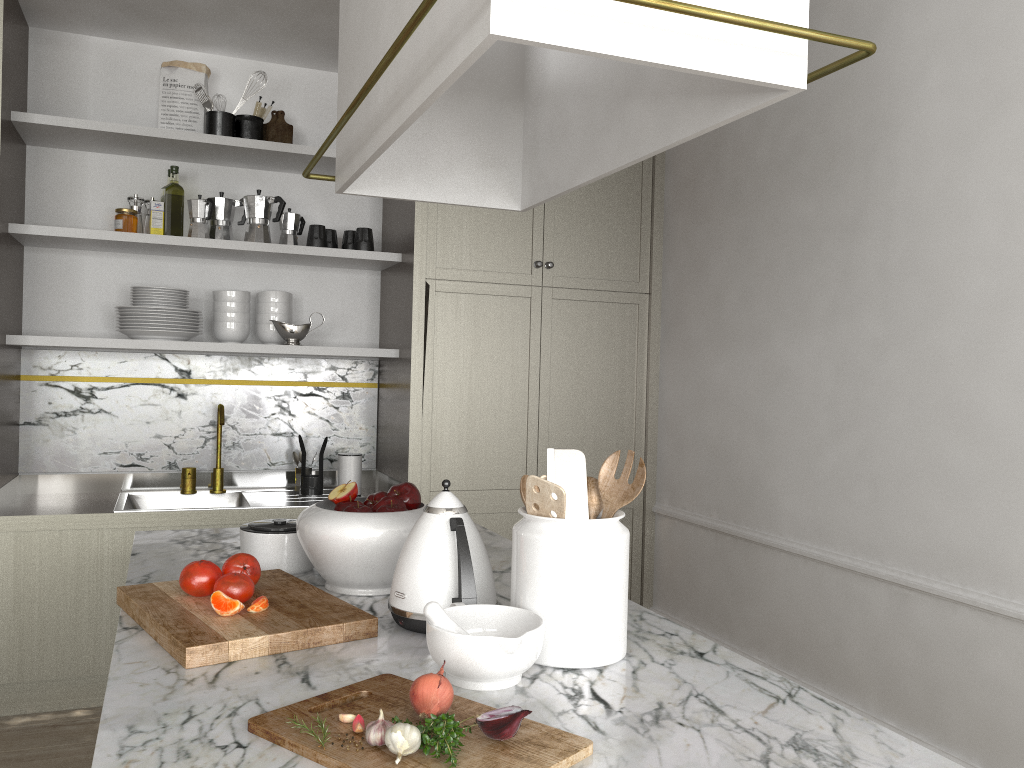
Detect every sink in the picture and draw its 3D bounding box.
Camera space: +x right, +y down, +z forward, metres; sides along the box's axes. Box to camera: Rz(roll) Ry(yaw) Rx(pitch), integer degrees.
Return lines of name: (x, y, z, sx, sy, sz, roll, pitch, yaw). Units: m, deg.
sink: (-0.992, 0.511, 3.299, 0.877, 0.174, 0.475, 1, 0, -21)

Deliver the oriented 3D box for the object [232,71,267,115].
object: (-0.989, -1.087, 3.326, 0.135, 0.187, 0.070, 1, 0, -18)

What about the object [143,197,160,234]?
object: (-1.359, -0.618, 3.346, 0.059, 0.172, 0.059, 2, 0, 5)

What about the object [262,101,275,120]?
object: (-0.972, -1.003, 3.426, 0.106, 0.191, 0.016, 1, 0, -11)

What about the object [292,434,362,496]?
object: (-0.738, 0.315, 3.463, 0.307, 0.229, 0.144, 2, 0, 22)

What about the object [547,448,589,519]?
object: (0.089, 0.247, 1.332, 0.064, 0.290, 0.141, 1, 0, -8)

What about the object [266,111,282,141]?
object: (-0.914, -0.983, 3.473, 0.092, 0.183, 0.038, 1, 0, -11)

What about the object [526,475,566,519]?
object: (0.041, 0.261, 1.307, 0.054, 0.262, 0.149, 1, 0, -6)

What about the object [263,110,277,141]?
object: (-0.935, -0.984, 3.484, 0.092, 0.185, 0.023, 1, 0, -11)

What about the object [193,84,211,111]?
object: (-1.143, -1.042, 3.302, 0.085, 0.148, 0.050, 1, 0, -19)

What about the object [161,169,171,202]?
object: (-1.293, -0.671, 3.363, 0.066, 0.282, 0.066, 1, 1, -31)

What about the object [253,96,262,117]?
object: (-0.988, -0.996, 3.393, 0.083, 0.201, 0.023, 2, 1, 34)

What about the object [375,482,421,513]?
object: (-0.216, 0.237, 1.685, 0.071, 0.091, 0.167, 2, 0, 4)

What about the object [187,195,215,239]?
object: (-1.135, -0.607, 3.223, 0.087, 0.167, 0.138, 1, 0, -25)

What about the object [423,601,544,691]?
object: (-0.042, 0.341, 1.197, 0.172, 0.110, 0.159, 2, 0, 24)

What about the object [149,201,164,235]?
object: (-1.320, -0.600, 3.290, 0.044, 0.141, 0.077, 1, 0, -26)

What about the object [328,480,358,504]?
object: (-0.330, 0.214, 1.734, 0.061, 0.048, 0.054, 2, 1, 32)

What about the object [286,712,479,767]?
object: (-0.137, 0.368, 0.966, 0.224, 0.058, 0.116, 2, 0, 14)

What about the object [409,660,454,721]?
object: (-0.086, 0.358, 1.030, 0.050, 0.051, 0.090, 2, 1, 32)

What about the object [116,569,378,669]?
object: (-0.441, 0.368, 1.441, 0.290, 0.030, 0.400, 1, 1, -36)

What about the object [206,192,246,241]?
object: (-1.101, -0.630, 3.393, 0.175, 0.212, 0.111, 2, 0, 15)

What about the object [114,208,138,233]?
object: (-1.403, -0.582, 3.225, 0.078, 0.101, 0.078, 2, 0, 25)

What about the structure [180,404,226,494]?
structure: (-1.176, 0.249, 3.375, 0.167, 0.347, 0.195, 1, 0, -14)

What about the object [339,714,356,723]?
object: (-0.188, 0.376, 1.004, 0.028, 0.010, 0.015, 2, 1, 43)

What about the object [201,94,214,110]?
object: (-1.127, -1.001, 3.370, 0.098, 0.199, 0.059, 2, 0, -2)

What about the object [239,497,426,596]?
object: (-0.317, 0.306, 1.802, 0.364, 0.156, 0.491, 1, 1, -45)

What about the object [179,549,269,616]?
object: (-0.455, 0.316, 1.439, 0.135, 0.079, 0.194, 1, 1, -33)

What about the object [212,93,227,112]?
object: (-1.111, -1.042, 3.394, 0.085, 0.148, 0.050, 2, 1, 41)

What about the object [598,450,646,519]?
object: (0.132, 0.247, 1.347, 0.131, 0.296, 0.056, 2, 0, -2)

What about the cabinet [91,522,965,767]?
cabinet: (-0.108, 0.754, 1.258, 0.870, 0.721, 2.360, 1, 0, -21)

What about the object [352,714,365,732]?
object: (-0.168, 0.374, 0.973, 0.013, 0.017, 0.030, 1, 0, -13)

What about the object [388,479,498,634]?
object: (-0.114, 0.274, 1.437, 0.178, 0.236, 0.204, 2, 0, 15)

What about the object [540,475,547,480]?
object: (0.091, 0.268, 1.361, 0.118, 0.250, 0.033, 2, 0, 19)

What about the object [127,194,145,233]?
object: (-1.399, -0.618, 3.294, 0.059, 0.172, 0.059, 2, 1, 41)

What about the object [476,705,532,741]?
object: (-0.012, 0.367, 0.962, 0.049, 0.039, 0.057, 1, 0, -25)

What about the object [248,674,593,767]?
object: (-0.105, 0.390, 0.983, 0.330, 0.012, 0.220, 2, 1, 39)

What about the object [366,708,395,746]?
object: (-0.139, 0.364, 0.943, 0.034, 0.037, 0.033, 1, 1, -44)

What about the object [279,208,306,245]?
object: (-0.867, -0.601, 3.462, 0.087, 0.167, 0.138, 2, 0, 3)

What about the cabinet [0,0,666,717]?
cabinet: (-2.094, -0.133, 3.101, 5.433, 2.377, 0.947, 1, 0, -21)

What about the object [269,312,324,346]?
object: (-0.825, -0.212, 3.396, 0.210, 0.135, 0.102, 1, 0, -29)

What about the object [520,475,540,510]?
object: (0.055, 0.266, 1.328, 0.061, 0.251, 0.117, 1, 1, -42)

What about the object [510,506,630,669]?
object: (0.086, 0.293, 1.323, 0.174, 0.208, 0.174, 1, 0, -4)

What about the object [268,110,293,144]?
object: (-0.904, -0.982, 3.468, 0.092, 0.183, 0.038, 1, 0, -11)

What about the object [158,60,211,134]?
object: (-1.251, -1.063, 3.386, 0.183, 0.327, 0.074, 1, 0, -12)

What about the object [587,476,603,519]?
object: (0.124, 0.269, 1.353, 0.050, 0.247, 0.114, 1, 0, -17)

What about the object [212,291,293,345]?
object: (-1.017, -0.258, 3.478, 0.309, 0.216, 0.149, 1, 0, -29)

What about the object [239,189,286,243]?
object: (-0.943, -0.625, 3.324, 0.175, 0.212, 0.111, 2, 1, 40)

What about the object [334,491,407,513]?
object: (-0.273, 0.248, 1.697, 0.135, 0.074, 0.154, 1, 0, -26)

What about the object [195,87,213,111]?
object: (-1.106, -0.997, 3.291, 0.132, 0.185, 0.039, 1, 0, -31)

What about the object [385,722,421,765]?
object: (-0.112, 0.366, 0.914, 0.037, 0.036, 0.035, 1, 1, -33)

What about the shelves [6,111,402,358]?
shelves: (-1.115, -0.508, 3.356, 1.339, 0.775, 0.352, 1, 0, -21)

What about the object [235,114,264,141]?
object: (-1.015, -0.957, 3.414, 0.112, 0.128, 0.112, 1, 1, -38)

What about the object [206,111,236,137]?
object: (-1.097, -0.954, 3.337, 0.108, 0.118, 0.108, 1, 0, -30)

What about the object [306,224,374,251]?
object: (-0.677, -0.562, 3.496, 0.264, 0.098, 0.173, 1, 0, -13)

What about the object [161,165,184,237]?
object: (-1.261, -0.669, 3.288, 0.082, 0.282, 0.089, 1, 0, -26)

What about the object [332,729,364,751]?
object: (-0.168, 0.378, 0.954, 0.043, 0.008, 0.059, 2, 0, 21)

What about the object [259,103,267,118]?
object: (-0.988, -0.995, 3.437, 0.079, 0.202, 0.023, 1, 1, -41)

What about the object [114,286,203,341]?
object: (-1.296, -0.253, 3.261, 0.306, 0.195, 0.300, 1, 0, -25)
